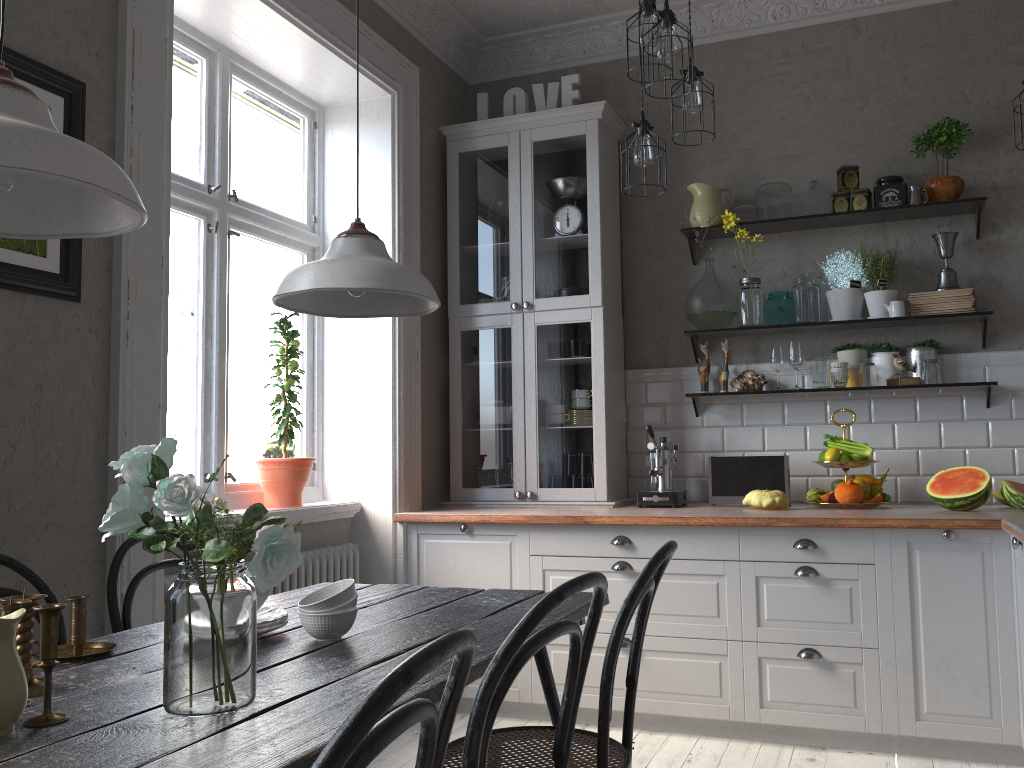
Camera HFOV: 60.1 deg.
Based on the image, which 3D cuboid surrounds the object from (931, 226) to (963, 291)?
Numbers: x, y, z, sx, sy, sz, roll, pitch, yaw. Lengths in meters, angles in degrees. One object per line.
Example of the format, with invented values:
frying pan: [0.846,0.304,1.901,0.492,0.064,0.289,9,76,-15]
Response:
object: [1.912,-0.543,3.898,0.130,0.287,0.131,-1,-4,6]

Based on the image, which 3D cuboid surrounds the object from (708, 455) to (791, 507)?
object: [1.063,0.435,3.973,0.346,0.226,0.089,-3,-5,21]

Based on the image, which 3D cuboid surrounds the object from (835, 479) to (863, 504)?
object: [1.396,0.447,3.672,0.114,0.110,0.110,0,-5,-11]

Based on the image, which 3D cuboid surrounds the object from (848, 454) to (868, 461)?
object: [1.468,0.326,3.766,0.076,0.062,0.100,0,-5,-5]

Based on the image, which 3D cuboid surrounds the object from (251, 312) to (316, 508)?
object: [-0.947,0.101,3.684,0.265,0.813,0.254,3,-6,-41]

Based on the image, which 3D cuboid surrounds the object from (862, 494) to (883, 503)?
object: [1.505,0.483,3.701,0.069,0.051,0.088,1,-5,-20]

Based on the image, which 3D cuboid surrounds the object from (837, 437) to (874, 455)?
object: [1.486,0.273,3.831,0.177,0.096,0.090,-5,-6,41]

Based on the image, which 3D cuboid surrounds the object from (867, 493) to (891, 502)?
object: [1.536,0.482,3.822,0.055,0.044,0.213,2,-5,-30]

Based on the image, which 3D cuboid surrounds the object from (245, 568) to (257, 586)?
object: [-0.604,0.453,1.897,0.178,0.094,0.181,-2,-5,12]

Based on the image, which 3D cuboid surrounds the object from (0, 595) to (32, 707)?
object: [-0.783,0.417,1.382,0.060,0.172,0.063,-5,-6,43]

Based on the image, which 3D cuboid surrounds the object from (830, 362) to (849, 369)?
object: [1.455,-0.068,3.934,0.077,0.051,0.077,-1,-5,7]

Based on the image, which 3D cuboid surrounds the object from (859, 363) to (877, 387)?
object: [1.584,-0.038,3.942,0.077,0.108,0.078,-2,-5,15]

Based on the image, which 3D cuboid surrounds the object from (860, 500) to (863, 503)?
object: [1.442,0.492,3.730,0.070,0.065,0.070,-5,-6,42]

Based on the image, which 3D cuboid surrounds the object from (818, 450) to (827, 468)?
object: [1.375,0.324,3.829,0.095,0.078,0.102,-2,-5,8]

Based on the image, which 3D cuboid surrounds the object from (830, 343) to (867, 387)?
object: [1.537,-0.085,4.041,0.156,0.217,0.156,-1,-4,1]

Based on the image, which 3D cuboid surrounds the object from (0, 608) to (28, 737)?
object: [-0.766,0.407,1.247,0.151,0.170,0.134,1,-5,-17]

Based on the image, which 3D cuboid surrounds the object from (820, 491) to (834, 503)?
object: [1.360,0.485,3.800,0.090,0.057,0.084,2,-6,-36]

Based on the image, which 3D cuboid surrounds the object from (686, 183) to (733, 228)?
object: [0.941,-0.842,4.226,0.187,0.216,0.176,-4,-5,35]

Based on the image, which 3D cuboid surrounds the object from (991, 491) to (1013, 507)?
object: [2.063,0.471,3.607,0.195,0.067,0.105,-3,-5,27]

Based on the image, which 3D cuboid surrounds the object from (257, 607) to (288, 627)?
object: [-0.603,0.509,1.893,0.232,0.027,0.242,-5,-6,44]

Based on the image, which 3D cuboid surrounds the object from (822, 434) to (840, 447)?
object: [1.374,0.242,3.807,0.073,0.058,0.051,-1,-4,-2]

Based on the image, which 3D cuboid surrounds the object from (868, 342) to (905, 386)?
object: [1.684,-0.087,3.995,0.150,0.214,0.170,3,-6,-39]

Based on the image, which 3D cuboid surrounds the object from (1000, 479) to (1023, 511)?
object: [1.977,0.423,3.349,0.223,0.127,0.149,-1,-4,4]

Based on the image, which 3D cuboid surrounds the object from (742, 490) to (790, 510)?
object: [1.075,0.488,3.745,0.194,0.083,0.192,-3,-5,22]

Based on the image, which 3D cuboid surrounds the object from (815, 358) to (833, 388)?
object: [1.410,-0.046,3.997,0.079,0.139,0.078,0,-4,-6]

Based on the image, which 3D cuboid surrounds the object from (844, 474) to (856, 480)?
object: [1.476,0.438,3.848,0.084,0.093,0.088,-2,-5,17]

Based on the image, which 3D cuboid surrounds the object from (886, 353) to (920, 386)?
object: [1.719,-0.062,3.884,0.119,0.147,0.100,0,-5,-11]

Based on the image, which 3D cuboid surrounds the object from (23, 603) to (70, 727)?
object: [-0.683,0.412,1.306,0.058,0.167,0.060,-4,-5,35]

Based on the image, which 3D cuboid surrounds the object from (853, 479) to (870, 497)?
object: [1.462,0.439,3.729,0.089,0.078,0.087,3,-6,-42]

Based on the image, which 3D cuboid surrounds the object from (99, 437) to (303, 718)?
object: [-0.468,0.288,1.364,0.307,0.414,0.255,-2,-5,20]

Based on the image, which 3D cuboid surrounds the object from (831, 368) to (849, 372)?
object: [1.456,-0.043,3.932,0.075,0.051,0.079,-5,-6,40]

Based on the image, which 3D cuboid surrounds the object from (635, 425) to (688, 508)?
object: [0.670,0.375,4.032,0.203,0.370,0.358,-3,-5,22]

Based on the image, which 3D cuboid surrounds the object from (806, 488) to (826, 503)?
object: [1.338,0.485,3.847,0.155,0.072,0.075,3,-6,-39]

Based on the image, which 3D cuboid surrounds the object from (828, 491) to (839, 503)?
object: [1.380,0.494,3.808,0.069,0.076,0.230,-1,-5,5]

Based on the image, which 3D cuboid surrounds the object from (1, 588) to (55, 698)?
object: [-0.811,0.424,1.470,0.096,0.172,0.096,-1,-4,3]

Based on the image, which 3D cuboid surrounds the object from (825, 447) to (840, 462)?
object: [1.359,0.302,3.756,0.058,0.069,0.080,-5,-6,41]

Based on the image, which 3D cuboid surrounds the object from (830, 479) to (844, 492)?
object: [1.450,0.451,3.865,0.157,0.076,0.077,3,-6,-42]

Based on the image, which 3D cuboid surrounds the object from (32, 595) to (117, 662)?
object: [-0.853,0.476,1.743,0.139,0.112,0.140,-1,-4,4]

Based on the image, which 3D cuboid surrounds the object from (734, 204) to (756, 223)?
object: [1.112,-0.791,4.221,0.102,0.111,0.105,-3,-5,21]

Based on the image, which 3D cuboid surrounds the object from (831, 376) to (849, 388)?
object: [1.456,-0.008,3.929,0.076,0.051,0.078,-2,-5,14]

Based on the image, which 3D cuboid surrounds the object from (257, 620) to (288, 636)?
object: [-0.602,0.526,1.891,0.232,0.027,0.242,-5,-6,39]

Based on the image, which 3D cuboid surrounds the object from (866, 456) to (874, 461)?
object: [1.517,0.323,3.780,0.051,0.050,0.050,-4,-5,31]

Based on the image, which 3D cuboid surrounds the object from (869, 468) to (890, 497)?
object: [1.554,0.419,3.766,0.128,0.120,0.060,4,-6,-45]

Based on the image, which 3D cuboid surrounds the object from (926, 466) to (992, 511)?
object: [1.758,0.414,3.487,0.231,0.174,0.222,-5,-6,43]

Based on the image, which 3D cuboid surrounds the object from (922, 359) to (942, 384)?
object: [1.813,-0.051,3.828,0.077,0.108,0.078,-2,-5,15]

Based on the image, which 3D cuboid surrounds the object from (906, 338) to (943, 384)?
object: [1.840,-0.092,3.945,0.156,0.213,0.155,-2,-5,19]

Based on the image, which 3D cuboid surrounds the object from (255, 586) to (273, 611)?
object: [-0.603,0.473,1.895,0.178,0.094,0.181,-2,-5,12]

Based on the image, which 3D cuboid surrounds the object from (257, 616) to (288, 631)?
object: [-0.602,0.517,1.892,0.239,0.027,0.235,0,-5,-11]

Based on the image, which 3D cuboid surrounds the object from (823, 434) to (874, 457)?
object: [1.433,0.260,3.778,0.207,0.101,0.068,-3,-5,27]

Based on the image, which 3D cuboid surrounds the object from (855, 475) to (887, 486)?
object: [1.531,0.414,3.783,0.125,0.056,0.060,-2,-5,13]

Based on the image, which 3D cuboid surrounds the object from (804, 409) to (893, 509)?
object: [1.431,0.318,3.803,0.350,0.425,0.353,-1,-5,7]

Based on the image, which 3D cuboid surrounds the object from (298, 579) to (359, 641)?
object: [-0.386,0.474,1.859,0.122,0.119,0.130,-4,-6,37]

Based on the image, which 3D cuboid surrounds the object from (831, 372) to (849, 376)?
object: [1.456,-0.026,3.930,0.076,0.051,0.078,-2,-5,14]

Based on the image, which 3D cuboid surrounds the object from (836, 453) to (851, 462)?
object: [1.403,0.324,3.754,0.062,0.061,0.067,-3,-5,21]
